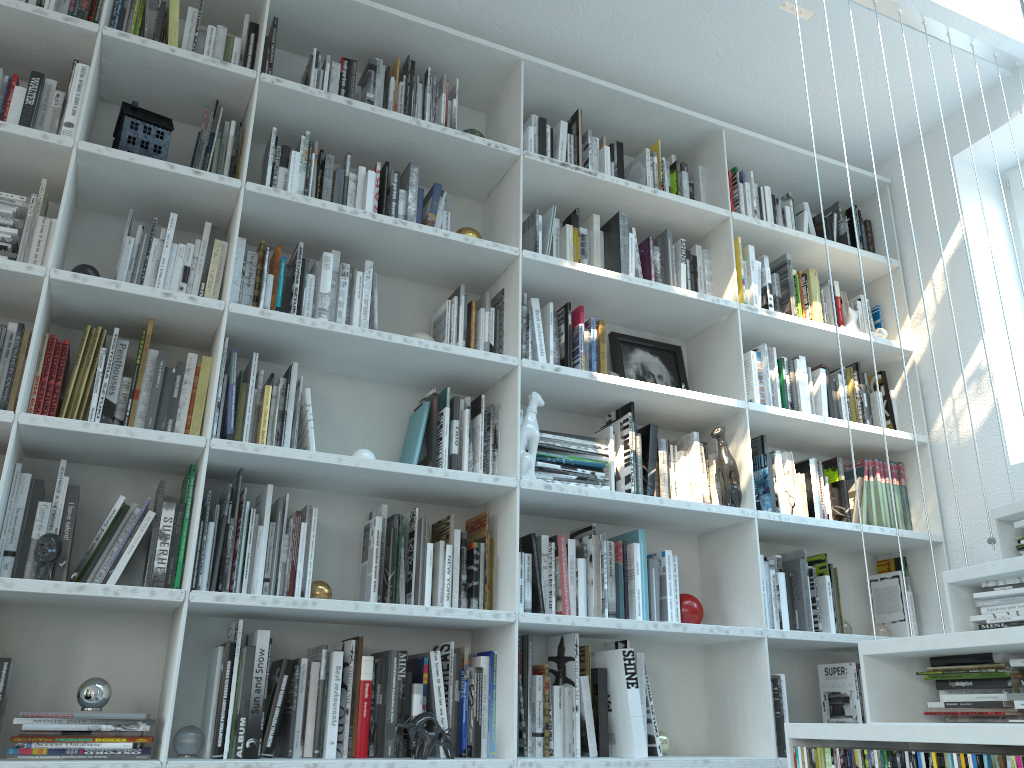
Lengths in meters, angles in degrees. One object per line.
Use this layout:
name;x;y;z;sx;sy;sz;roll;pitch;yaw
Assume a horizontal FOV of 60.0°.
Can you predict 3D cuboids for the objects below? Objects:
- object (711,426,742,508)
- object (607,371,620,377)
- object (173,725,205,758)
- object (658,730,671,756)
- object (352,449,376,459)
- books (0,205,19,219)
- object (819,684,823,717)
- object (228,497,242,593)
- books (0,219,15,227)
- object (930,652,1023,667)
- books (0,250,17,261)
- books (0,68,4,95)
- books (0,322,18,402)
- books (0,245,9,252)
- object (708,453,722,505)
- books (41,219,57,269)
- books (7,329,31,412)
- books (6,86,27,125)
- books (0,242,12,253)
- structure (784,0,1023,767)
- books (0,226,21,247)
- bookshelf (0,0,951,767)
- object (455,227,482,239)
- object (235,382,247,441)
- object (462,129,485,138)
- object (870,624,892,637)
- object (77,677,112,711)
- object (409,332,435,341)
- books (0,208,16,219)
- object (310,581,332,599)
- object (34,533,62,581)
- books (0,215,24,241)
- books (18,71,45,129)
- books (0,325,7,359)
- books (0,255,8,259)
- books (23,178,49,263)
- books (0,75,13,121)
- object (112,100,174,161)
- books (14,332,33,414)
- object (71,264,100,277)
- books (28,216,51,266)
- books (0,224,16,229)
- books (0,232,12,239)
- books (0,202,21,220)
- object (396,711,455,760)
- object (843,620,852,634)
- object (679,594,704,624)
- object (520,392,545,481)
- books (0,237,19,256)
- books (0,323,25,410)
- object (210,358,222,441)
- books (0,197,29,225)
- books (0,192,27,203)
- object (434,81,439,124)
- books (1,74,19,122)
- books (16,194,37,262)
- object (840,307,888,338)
object;0.704;0.283;2.915;0.087;0.287;0.075;-3;-21;10
object;0.323;0.004;2.959;0.091;0.092;0.092;-8;-22;22
object;-0.772;0.854;2.117;0.071;0.072;0.072;-8;-22;22
object;0.440;1.077;2.659;0.071;0.072;0.072;-8;-22;22
object;-0.417;0.218;2.490;0.071;0.072;0.072;-8;-22;22
books;-1.417;-0.439;2.293;0.254;0.012;0.161;9;-22;-21
object;1.069;1.106;2.939;0.008;0.231;0.101;10;-22;-23
object;-0.740;0.442;2.329;0.007;0.265;0.135;10;-22;-23
books;-1.417;-0.403;2.280;0.254;0.012;0.161;9;-22;-21
object;1.050;0.612;1.961;0.161;0.025;0.175;8;-22;-19
books;-1.417;-0.325;2.249;0.285;0.012;0.160;11;-23;-26
books;-1.395;-0.700;2.378;0.023;0.222;0.191;10;-22;-23
books;-1.271;-0.006;2.219;0.025;0.278;0.108;10;-22;-23
books;-1.418;-0.336;2.255;0.254;0.012;0.161;9;-22;-21
object;0.647;0.361;3.021;0.022;0.211;0.179;10;-22;-23
books;-1.221;-0.309;2.349;0.030;0.204;0.159;10;-22;-23
books;-1.239;0.007;2.226;0.014;0.260;0.137;10;-22;-23
books;-1.342;-0.674;2.397;0.029;0.187;0.176;10;-22;-23
books;-1.418;-0.347;2.259;0.254;0.012;0.161;11;-23;-25
structure;1.059;-0.524;1.433;2.615;3.368;1.961;10;-22;-23
books;-1.417;-0.381;2.270;0.285;0.012;0.160;9;-22;-20
bookshelf;-1.375;0.163;2.021;6.302;3.129;0.331;10;-22;-23
object;-0.143;-0.448;2.826;0.100;0.101;0.101;-17;-27;40
object;-0.753;0.116;2.421;0.013;0.207;0.140;10;-22;-23
object;-0.137;-0.795;2.949;0.104;0.105;0.104;-8;-22;22
object;1.328;0.902;3.192;0.071;0.072;0.072;-8;-22;22
object;-0.941;0.698;1.996;0.071;0.072;0.072;-8;-22;22
object;-0.285;-0.103;2.726;0.112;0.112;0.112;-17;-27;40
books;-1.414;-0.428;2.283;0.254;0.012;0.161;8;-22;-18
object;-0.515;0.559;2.358;0.071;0.072;0.072;-8;-22;22
object;-1.042;0.389;1.987;0.054;0.113;0.079;10;-23;-24
books;-1.418;-0.414;2.286;0.285;0.012;0.160;11;-23;-24
books;-1.314;-0.697;2.419;0.032;0.247;0.174;10;-22;-23
books;-1.289;-0.004;2.197;0.025;0.258;0.131;10;-22;-23
books;-1.419;-0.312;2.248;0.254;0.012;0.161;11;-23;-24
books;-1.265;-0.371;2.346;0.012;0.317;0.140;10;-22;-23
books;-1.375;-0.695;2.401;0.010;0.229;0.153;10;-22;-23
object;-1.037;-0.671;2.479;0.135;0.247;0.136;14;-24;-32
books;-1.225;0.010;2.240;0.023;0.263;0.107;10;-22;-23
object;-1.094;-0.271;2.272;0.071;0.072;0.072;-8;-22;22
books;-1.246;-0.312;2.331;0.030;0.197;0.172;10;-22;-23
books;-1.417;-0.393;2.274;0.254;0.012;0.161;11;-23;-26
books;-1.419;-0.369;2.269;0.254;0.012;0.161;10;-23;-22
books;-1.419;-0.449;2.301;0.254;0.012;0.161;10;-23;-23
object;-0.213;0.878;2.213;0.161;0.113;0.065;16;-25;-35
object;1.139;0.852;3.068;0.071;0.072;0.072;-8;-22;22
object;0.549;0.724;2.815;0.115;0.116;0.115;-17;-27;40
object;0.050;0.159;2.611;0.087;0.287;0.075;-3;-21;10
books;-1.419;-0.357;2.265;0.285;0.012;0.160;10;-23;-22
books;-1.246;-0.002;2.211;0.014;0.265;0.154;10;-22;-23
object;-0.825;0.074;2.419;0.013;0.282;0.135;10;-22;-23
books;-1.414;-0.464;2.295;0.285;0.012;0.160;12;-24;-28
books;-1.417;-0.473;2.306;0.285;0.012;0.160;9;-22;-21
object;-0.280;-0.872;3.021;0.006;0.296;0.130;10;-22;-23
books;-1.362;-0.696;2.400;0.012;0.229;0.159;10;-22;-23
books;-1.270;-0.348;2.317;0.012;0.253;0.161;10;-22;-23
object;1.345;-0.217;3.433;0.203;0.136;0.095;4;-21;-8
